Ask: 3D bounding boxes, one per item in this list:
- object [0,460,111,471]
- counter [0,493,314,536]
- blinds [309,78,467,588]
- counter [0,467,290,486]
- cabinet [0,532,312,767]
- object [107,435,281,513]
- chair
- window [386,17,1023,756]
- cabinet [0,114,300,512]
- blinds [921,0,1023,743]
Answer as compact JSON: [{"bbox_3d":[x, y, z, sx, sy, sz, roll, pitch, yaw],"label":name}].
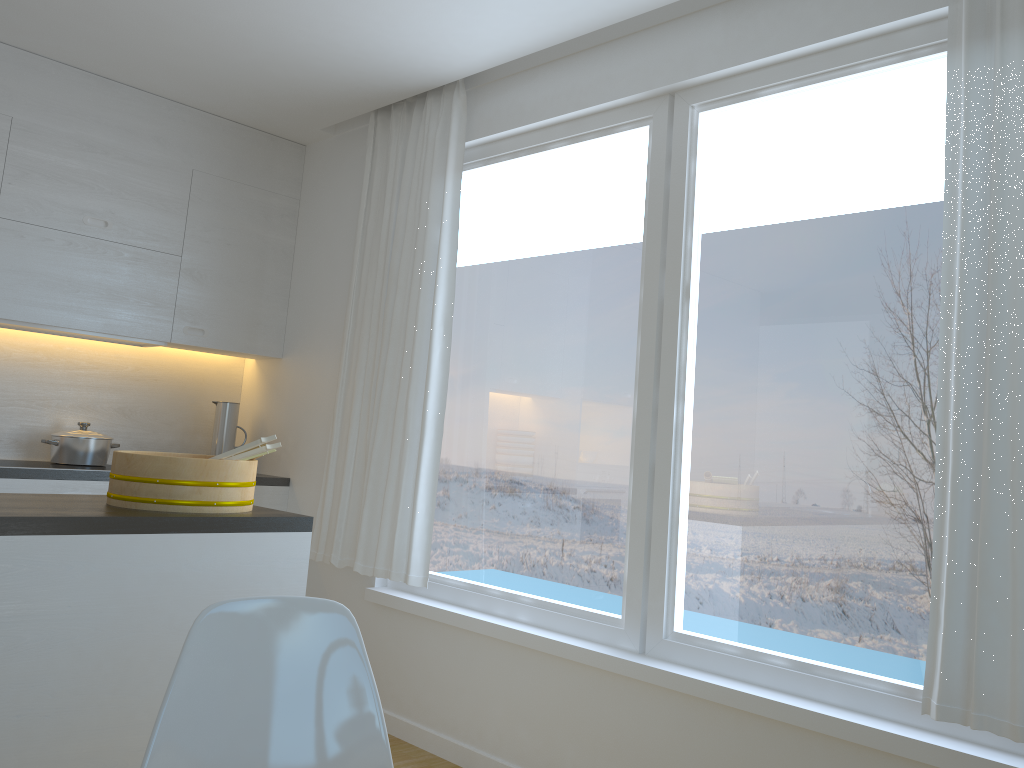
[{"bbox_3d":[-2.010,0.362,3.894,0.561,0.013,0.650,0,-6,45],"label":"object"},{"bbox_3d":[-1.592,0.252,1.767,0.600,0.040,2.386,0,-6,45],"label":"counter"},{"bbox_3d":[-0.555,-0.277,3.872,0.793,2.178,0.149,-3,-11,44],"label":"blinds"},{"bbox_3d":[-2.012,0.379,3.887,0.599,0.040,1.989,0,-6,45],"label":"counter"},{"bbox_3d":[-1.627,0.725,1.702,0.600,0.917,2.386,-2,-8,45],"label":"cabinet"},{"bbox_3d":[-0.871,0.231,2.438,0.429,0.216,0.376,6,-5,-17],"label":"object"},{"bbox_3d":[-0.312,0.792,1.181,0.428,0.909,0.521,8,-8,-25],"label":"chair"},{"bbox_3d":[0.525,-0.072,3.035,2.723,1.933,0.088,-1,-9,45],"label":"window"},{"bbox_3d":[-2.364,-0.003,3.469,0.480,2.319,3.182,-3,-9,45],"label":"cabinet"},{"bbox_3d":[1.337,-0.272,2.000,0.793,2.178,0.149,-3,-11,45],"label":"blinds"}]
